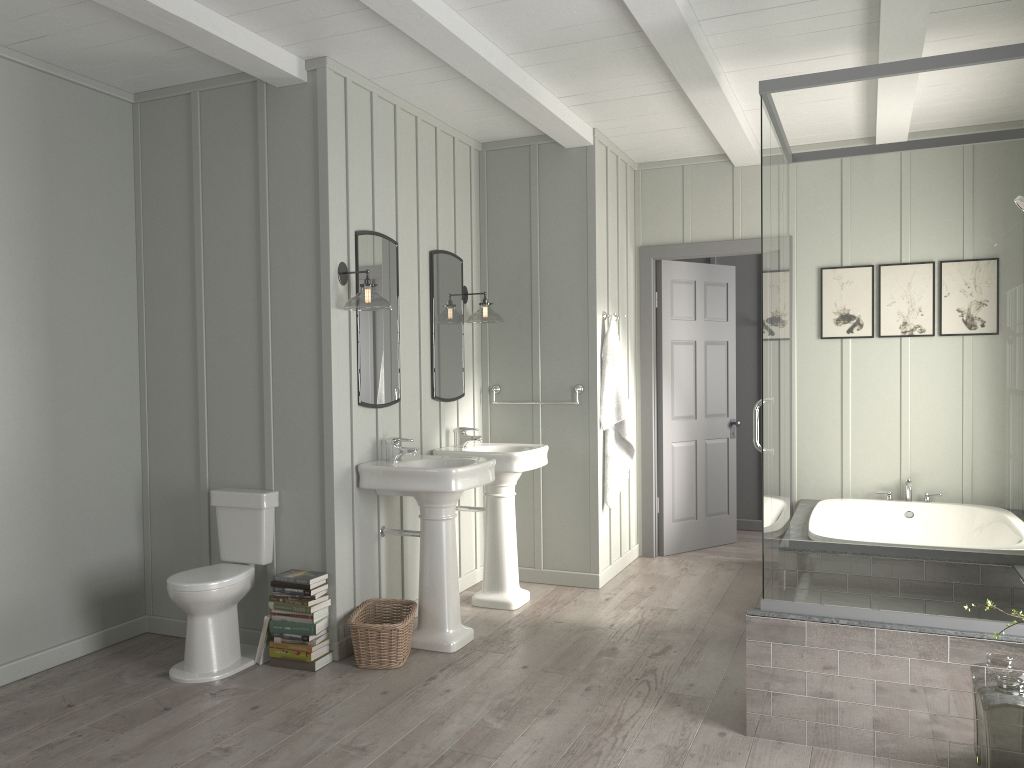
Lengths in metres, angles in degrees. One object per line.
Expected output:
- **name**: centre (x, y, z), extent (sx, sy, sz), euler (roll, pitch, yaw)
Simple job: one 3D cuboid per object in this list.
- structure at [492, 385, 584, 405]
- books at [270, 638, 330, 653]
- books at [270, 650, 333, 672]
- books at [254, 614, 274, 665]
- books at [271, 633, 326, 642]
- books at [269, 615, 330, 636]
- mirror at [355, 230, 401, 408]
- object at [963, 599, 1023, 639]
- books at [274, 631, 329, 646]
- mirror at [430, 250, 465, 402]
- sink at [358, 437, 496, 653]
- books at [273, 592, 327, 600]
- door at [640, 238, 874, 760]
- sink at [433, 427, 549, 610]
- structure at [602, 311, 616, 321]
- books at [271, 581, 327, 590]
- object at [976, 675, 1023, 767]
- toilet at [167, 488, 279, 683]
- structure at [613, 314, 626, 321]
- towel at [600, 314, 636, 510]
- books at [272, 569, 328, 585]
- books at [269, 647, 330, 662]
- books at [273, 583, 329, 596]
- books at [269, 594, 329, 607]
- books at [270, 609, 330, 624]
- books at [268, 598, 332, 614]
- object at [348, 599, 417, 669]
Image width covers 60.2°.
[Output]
- **structure**: centre (0.147, 0.066, 5.499), extent (0.618, 0.123, 0.053), euler (0, 2, 25)
- **books**: centre (-0.977, 1.190, 4.072), extent (0.239, 0.024, 0.144), euler (0, 1, 24)
- **books**: centre (-0.970, 1.268, 4.082), extent (0.245, 0.049, 0.160), euler (0, 1, 21)
- **books**: centre (-1.119, 1.181, 4.137), extent (0.094, 0.235, 0.165), euler (0, 2, 23)
- **books**: centre (-0.978, 1.142, 4.069), extent (0.213, 0.024, 0.146), euler (0, 1, 24)
- **books**: centre (-0.977, 1.104, 4.072), extent (0.232, 0.053, 0.156), euler (-1, 1, 14)
- **mirror**: centre (-0.669, -0.320, 4.441), extent (0.015, 0.884, 0.413), euler (0, 2, 22)
- **object**: centre (1.642, 0.720, 2.624), extent (0.529, 1.117, 0.268), euler (0, 2, 23)
- **books**: centre (-0.970, 1.166, 4.078), extent (0.211, 0.025, 0.147), euler (-1, 1, 14)
- **mirror**: centre (-0.372, -0.336, 5.179), extent (0.015, 0.884, 0.413), euler (0, 2, 22)
- **sink**: centre (-0.400, 0.773, 4.373), extent (0.582, 1.014, 0.554), euler (0, 2, 23)
- **books**: centre (-0.972, 0.959, 4.071), extent (0.211, 0.025, 0.147), euler (-1, 1, 13)
- **door**: centre (-0.053, 0.195, 3.379), extent (4.375, 2.197, 7.569), euler (0, 1, 23)
- **sink**: centre (-0.105, 0.757, 5.105), extent (0.582, 1.014, 0.554), euler (0, 2, 23)
- **structure**: centre (0.604, -0.423, 5.482), extent (0.081, 0.056, 0.055), euler (0, 1, 24)
- **books**: centre (-0.979, 0.910, 4.061), extent (0.212, 0.024, 0.146), euler (0, 1, 20)
- **object**: centre (1.551, 1.099, 2.759), extent (0.167, 0.361, 0.159), euler (0, 2, 22)
- **toilet**: centre (-1.349, 0.907, 4.075), extent (0.341, 0.787, 0.510), euler (0, 2, 23)
- **structure**: centre (0.696, -0.428, 5.710), extent (0.081, 0.056, 0.055), euler (0, 1, 24)
- **towel**: centre (0.669, 0.174, 5.483), extent (0.166, 1.205, 0.309), euler (0, 2, 28)
- **books**: centre (-0.969, 0.885, 4.055), extent (0.213, 0.024, 0.145), euler (0, 1, 25)
- **books**: centre (-0.978, 1.223, 4.071), extent (0.228, 0.041, 0.158), euler (0, 1, 22)
- **books**: centre (-0.969, 0.935, 4.057), extent (0.213, 0.024, 0.146), euler (0, 1, 23)
- **books**: centre (-0.980, 0.983, 4.066), extent (0.240, 0.024, 0.144), euler (0, 1, 29)
- **books**: centre (-0.976, 1.051, 4.075), extent (0.228, 0.052, 0.152), euler (0, 1, 19)
- **books**: centre (-0.977, 1.010, 4.067), extent (0.241, 0.032, 0.165), euler (0, 1, 24)
- **object**: centre (-0.604, 1.177, 4.168), extent (0.294, 0.220, 0.462), euler (-1, 1, 4)
